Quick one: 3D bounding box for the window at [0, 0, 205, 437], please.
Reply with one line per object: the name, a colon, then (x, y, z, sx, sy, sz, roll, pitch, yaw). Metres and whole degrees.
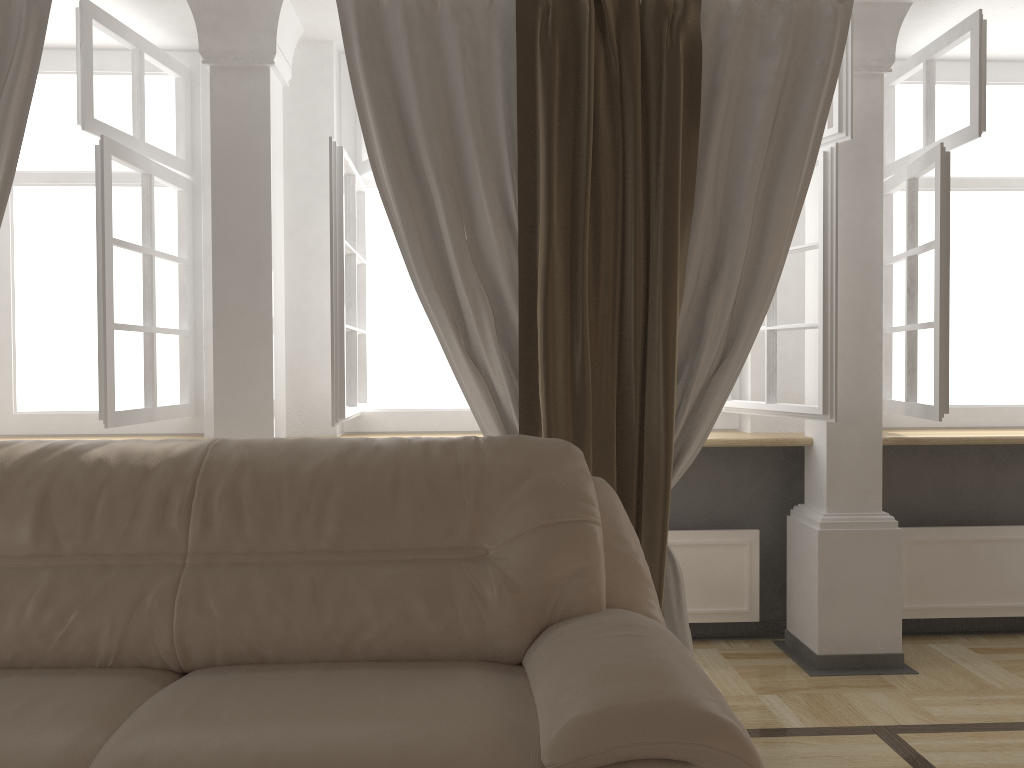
window: (-1.959, -0.537, 3.116, 1.600, 1.500, 0.781, 0, 1, -3)

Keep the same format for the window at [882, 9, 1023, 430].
window: (2.209, -0.561, 3.325, 1.653, 1.500, 0.782, 0, 1, -3)

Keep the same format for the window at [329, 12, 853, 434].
window: (0.222, -0.550, 3.238, 1.759, 1.500, 0.784, 0, 1, -4)

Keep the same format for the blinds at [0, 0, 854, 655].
blinds: (0.166, -0.140, 2.656, 5.765, 2.294, 0.285, 0, 1, -3)

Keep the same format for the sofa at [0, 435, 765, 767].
sofa: (-0.687, 0.586, 1.791, 2.135, 0.900, 1.051, 0, 1, -3)
